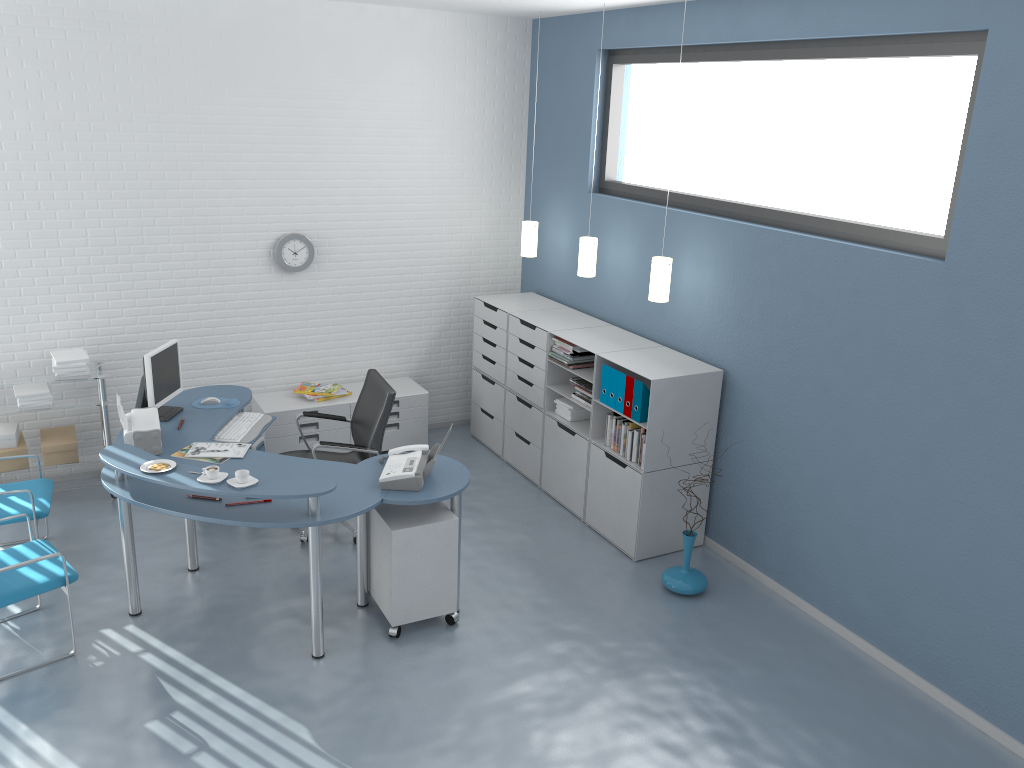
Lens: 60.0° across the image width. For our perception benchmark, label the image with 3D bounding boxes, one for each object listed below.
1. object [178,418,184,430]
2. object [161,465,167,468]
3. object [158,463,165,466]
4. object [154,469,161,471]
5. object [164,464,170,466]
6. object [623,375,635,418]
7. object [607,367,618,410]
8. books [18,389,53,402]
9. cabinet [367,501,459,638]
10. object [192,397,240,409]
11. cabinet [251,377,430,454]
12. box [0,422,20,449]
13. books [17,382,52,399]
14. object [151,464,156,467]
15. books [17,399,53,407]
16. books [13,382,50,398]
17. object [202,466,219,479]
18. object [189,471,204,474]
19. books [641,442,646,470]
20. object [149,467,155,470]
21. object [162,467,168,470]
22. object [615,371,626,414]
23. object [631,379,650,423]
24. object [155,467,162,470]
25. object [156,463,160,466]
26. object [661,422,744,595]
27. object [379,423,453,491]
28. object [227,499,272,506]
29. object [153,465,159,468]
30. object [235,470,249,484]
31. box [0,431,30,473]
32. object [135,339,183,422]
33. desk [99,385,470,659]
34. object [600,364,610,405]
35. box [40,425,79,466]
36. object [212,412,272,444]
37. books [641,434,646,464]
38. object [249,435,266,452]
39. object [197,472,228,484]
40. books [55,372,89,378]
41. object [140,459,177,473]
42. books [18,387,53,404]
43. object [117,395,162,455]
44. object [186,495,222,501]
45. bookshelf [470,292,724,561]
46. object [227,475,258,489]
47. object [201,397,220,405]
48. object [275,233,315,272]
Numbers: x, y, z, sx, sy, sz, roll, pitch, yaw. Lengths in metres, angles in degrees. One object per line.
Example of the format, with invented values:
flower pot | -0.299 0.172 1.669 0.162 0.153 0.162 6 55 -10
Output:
object | -1.895 0.230 5.078 0.013 0.013 0.178 -1 18 -10
object | -1.630 0.385 4.151 0.025 0.005 0.027 -11 22 -35
object | -1.650 0.377 4.174 0.025 0.005 0.027 8 18 16
object | -1.648 0.398 4.124 0.025 0.005 0.027 14 21 31
object | -1.628 0.383 4.174 0.027 0.005 0.025 12 20 27
object | 0.765 0.065 5.255 0.181 0.247 0.082 -7 20 -27
object | 0.687 0.017 5.394 0.181 0.247 0.082 -7 20 -27
books | -3.021 0.054 5.616 0.190 0.015 0.270 -8 20 -29
cabinet | -0.547 0.905 4.668 0.383 0.605 0.559 -6 20 -26
object | -1.822 0.105 5.460 0.285 0.026 0.213 -2 18 -15
cabinet | -1.274 0.298 6.671 1.259 0.484 0.447 -7 20 -28
box | -3.187 0.323 5.579 0.139 0.090 0.234 -5 19 -23
books | -3.025 0.038 5.617 0.190 0.015 0.270 -7 20 -26
object | -1.679 0.384 4.165 0.027 0.005 0.025 6 18 12
books | -3.030 0.083 5.624 0.190 0.015 0.270 -9 21 -31
books | -3.033 0.029 5.593 0.190 0.015 0.270 -8 21 -30
object | -1.373 0.405 4.056 0.062 0.049 0.078 -11 22 -36
object | -1.450 0.407 4.104 0.119 0.021 0.025 8 19 17
books | 0.838 0.413 5.187 0.178 0.163 0.032 -7 20 -27
object | -1.676 0.393 4.135 0.027 0.005 0.025 5 18 8
object | -1.621 0.393 4.142 0.027 0.005 0.025 -12 23 -38
object | 0.726 0.041 5.324 0.181 0.247 0.082 -7 20 -27
object | 0.805 0.089 5.185 0.181 0.247 0.082 -7 20 -27
object | -1.645 0.393 4.125 0.025 0.005 0.027 17 23 39
object | -1.660 0.378 4.184 0.027 0.005 0.025 12 20 27
object | 1.015 0.712 4.876 0.357 0.972 0.312 15 22 34
object | -0.505 0.331 4.508 0.399 0.280 0.405 3 18 1
object | -1.229 0.555 4.154 0.200 0.010 0.011 -4 19 -19
object | -1.665 0.385 4.147 0.025 0.005 0.027 -5 19 -23
object | -1.224 0.420 4.029 0.062 0.049 0.078 0 18 -7
box | -3.192 0.429 5.613 0.207 0.133 0.347 -9 21 -32
object | -2.076 -0.018 5.165 0.212 0.417 0.365 4 18 4
desk | -1.435 0.666 4.811 2.282 0.900 1.402 15 22 34
object | 0.648 -0.007 5.463 0.181 0.247 0.082 -7 20 -27
box | -2.933 0.397 5.748 0.207 0.133 0.347 -7 20 -27
object | -1.610 0.252 5.247 0.276 0.028 0.478 3 18 2
books | 0.833 0.384 5.212 0.157 0.203 0.032 -7 20 -27
object | -1.886 0.554 5.888 0.471 0.422 0.199 4 18 6
object | -1.369 0.430 4.058 0.119 0.016 0.119 5 18 8
books | -2.818 -0.093 5.671 0.190 0.015 0.270 -7 20 -27
object | -1.655 0.388 4.150 0.162 0.011 0.162 7 18 13
books | -3.024 0.066 5.626 0.190 0.015 0.270 -7 20 -27
object | -1.991 0.198 4.738 0.197 0.273 0.392 -5 19 -23
object | -1.452 0.535 4.181 0.178 0.013 0.013 5 18 9
bookshelf | 0.451 0.162 6.220 0.521 1.141 2.294 -7 20 -27
object | -1.224 0.446 4.029 0.119 0.016 0.119 17 23 38
object | -1.850 0.101 5.440 0.115 0.035 0.054 -3 19 -18
object | -1.557 -0.942 6.354 0.279 0.277 0.041 -7 20 -27
